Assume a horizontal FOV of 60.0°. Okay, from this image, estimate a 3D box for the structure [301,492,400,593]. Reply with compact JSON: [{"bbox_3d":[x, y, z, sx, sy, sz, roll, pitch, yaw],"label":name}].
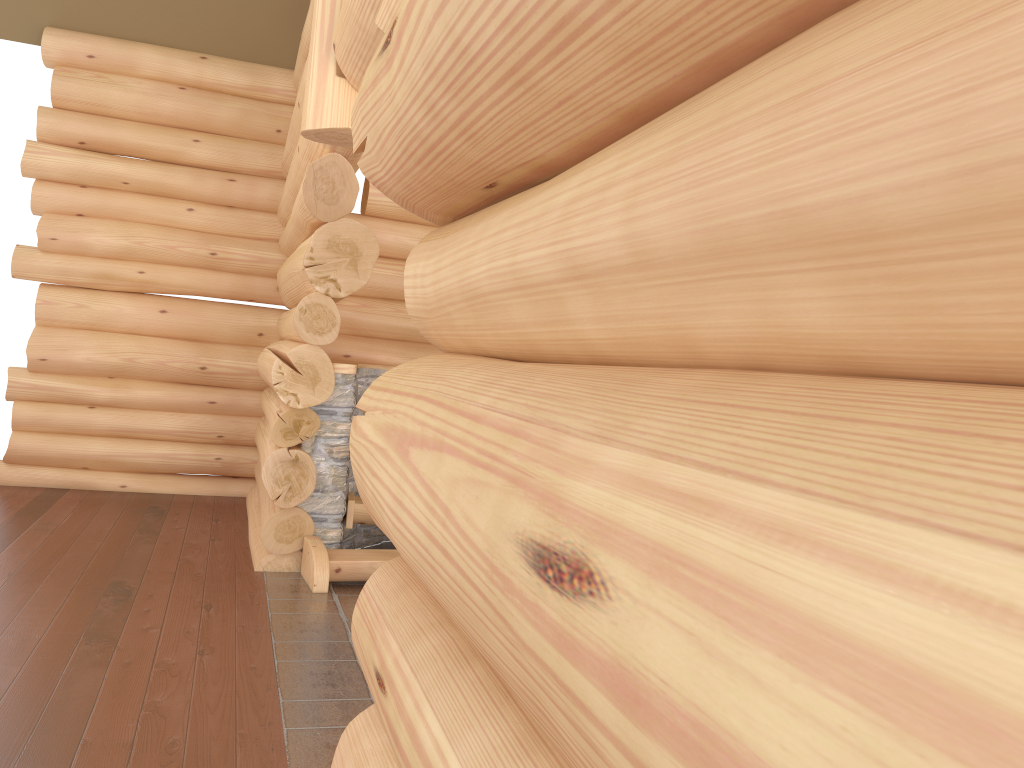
[{"bbox_3d":[0.032,0.646,7.409,3.604,1.643,1.951,5,1,-24],"label":"structure"}]
